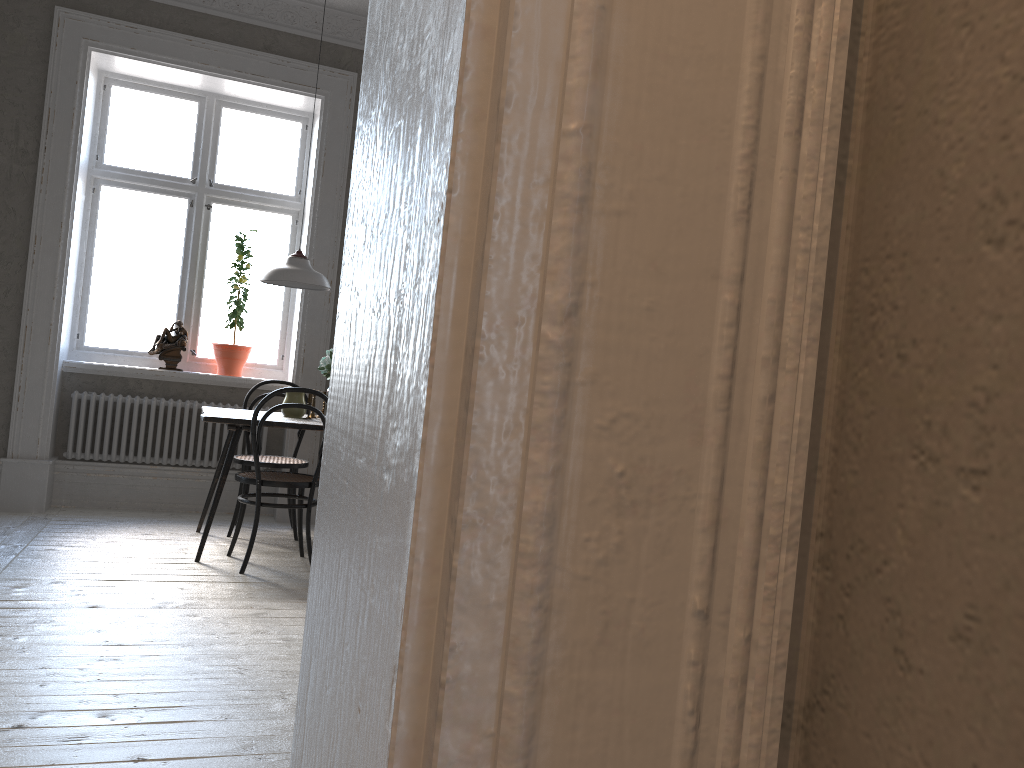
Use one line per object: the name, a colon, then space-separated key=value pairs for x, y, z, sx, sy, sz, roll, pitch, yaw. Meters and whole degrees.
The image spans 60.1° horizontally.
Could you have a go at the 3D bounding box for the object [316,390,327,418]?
object: x=-1.090 y=0.114 z=5.170 sx=0.098 sy=0.172 sz=0.094 roll=6 pitch=-1 yaw=-39

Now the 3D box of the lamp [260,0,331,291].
lamp: x=-1.094 y=-1.460 z=4.873 sx=0.375 sy=1.858 sz=0.384 roll=6 pitch=0 yaw=17

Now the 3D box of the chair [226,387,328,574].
chair: x=-1.163 y=0.464 z=4.473 sx=0.444 sy=0.920 sz=0.541 roll=6 pitch=0 yaw=-22

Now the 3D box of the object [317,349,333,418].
object: x=-0.946 y=0.005 z=4.832 sx=0.255 sy=0.414 sz=0.307 roll=6 pitch=0 yaw=-22

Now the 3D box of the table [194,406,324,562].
table: x=-0.800 y=0.597 z=5.094 sx=1.947 sy=0.735 sz=0.892 roll=6 pitch=0 yaw=-21

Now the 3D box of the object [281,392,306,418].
object: x=-1.228 y=0.100 z=4.980 sx=0.147 sy=0.170 sz=0.138 roll=6 pitch=0 yaw=31

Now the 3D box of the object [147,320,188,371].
object: x=-2.227 y=-0.256 z=5.730 sx=0.240 sy=0.329 sz=0.118 roll=6 pitch=0 yaw=-19

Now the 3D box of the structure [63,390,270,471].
structure: x=-2.164 y=0.307 z=5.670 sx=1.242 sy=0.428 sz=0.146 roll=6 pitch=0 yaw=-23

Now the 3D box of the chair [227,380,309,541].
chair: x=-1.448 y=0.439 z=5.347 sx=0.442 sy=0.920 sz=0.544 roll=6 pitch=0 yaw=-12

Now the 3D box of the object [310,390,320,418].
object: x=-1.138 y=0.109 z=5.087 sx=0.062 sy=0.172 sz=0.062 roll=6 pitch=0 yaw=1

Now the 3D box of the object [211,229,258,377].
object: x=-1.826 y=-0.547 z=5.878 sx=0.266 sy=0.991 sz=0.273 roll=6 pitch=0 yaw=19

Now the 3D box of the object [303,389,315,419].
object: x=-1.132 y=0.112 z=4.959 sx=0.059 sy=0.167 sz=0.059 roll=6 pitch=0 yaw=-7
